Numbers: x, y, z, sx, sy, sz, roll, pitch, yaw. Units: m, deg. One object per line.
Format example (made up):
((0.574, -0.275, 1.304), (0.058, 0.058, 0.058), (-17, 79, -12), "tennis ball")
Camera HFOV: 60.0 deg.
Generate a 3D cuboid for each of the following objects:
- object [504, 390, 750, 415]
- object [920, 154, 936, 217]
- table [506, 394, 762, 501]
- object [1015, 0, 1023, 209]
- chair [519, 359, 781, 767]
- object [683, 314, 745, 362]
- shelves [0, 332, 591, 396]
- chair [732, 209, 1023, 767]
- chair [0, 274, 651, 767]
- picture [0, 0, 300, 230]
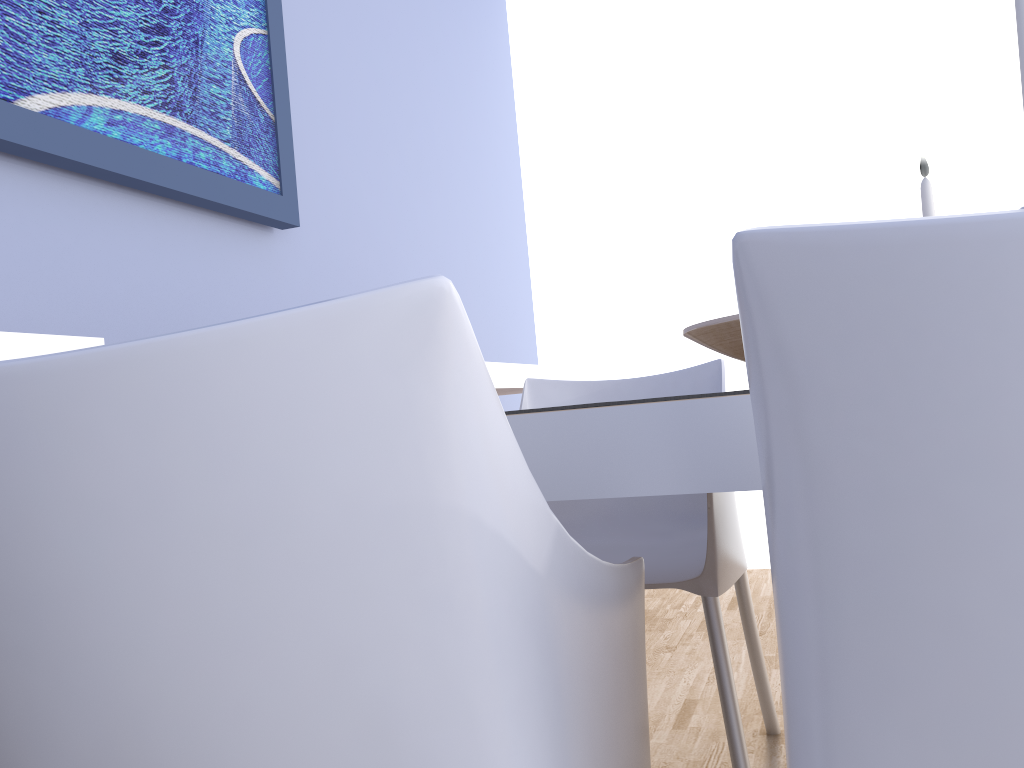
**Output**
((0.463, -0.007, 1.055), (0.986, 0.005, 0.594), (-6, -2, 19), "object")
((0.660, -0.188, 1.388), (0.045, 0.349, 0.045), (-6, -2, 20), "object")
((0.393, 0.362, 1.071), (2.340, 0.718, 1.002), (-6, -2, 20), "table")
((0.402, -0.188, 0.673), (0.045, 0.349, 0.045), (-4, -2, -29), "object")
((0.213, 0.362, 1.747), (0.510, 0.793, 0.486), (-6, -2, 20), "chair")
((0.456, -0.049, 1.053), (0.493, 0.081, 0.493), (-6, -2, 38), "object")
((-0.586, 0.390, 1.135), (0.463, 0.840, 3.901), (-6, -2, 20), "shelves")
((0.395, 0.306, 0.462), (0.510, 0.793, 0.486), (-6, -2, 20), "chair")
((-0.143, 0.360, 0.656), (0.510, 0.793, 0.486), (-6, -2, 20), "chair")
((-0.768, -0.812, 1.499), (0.049, 0.901, 1.252), (-6, -2, 20), "picture")
